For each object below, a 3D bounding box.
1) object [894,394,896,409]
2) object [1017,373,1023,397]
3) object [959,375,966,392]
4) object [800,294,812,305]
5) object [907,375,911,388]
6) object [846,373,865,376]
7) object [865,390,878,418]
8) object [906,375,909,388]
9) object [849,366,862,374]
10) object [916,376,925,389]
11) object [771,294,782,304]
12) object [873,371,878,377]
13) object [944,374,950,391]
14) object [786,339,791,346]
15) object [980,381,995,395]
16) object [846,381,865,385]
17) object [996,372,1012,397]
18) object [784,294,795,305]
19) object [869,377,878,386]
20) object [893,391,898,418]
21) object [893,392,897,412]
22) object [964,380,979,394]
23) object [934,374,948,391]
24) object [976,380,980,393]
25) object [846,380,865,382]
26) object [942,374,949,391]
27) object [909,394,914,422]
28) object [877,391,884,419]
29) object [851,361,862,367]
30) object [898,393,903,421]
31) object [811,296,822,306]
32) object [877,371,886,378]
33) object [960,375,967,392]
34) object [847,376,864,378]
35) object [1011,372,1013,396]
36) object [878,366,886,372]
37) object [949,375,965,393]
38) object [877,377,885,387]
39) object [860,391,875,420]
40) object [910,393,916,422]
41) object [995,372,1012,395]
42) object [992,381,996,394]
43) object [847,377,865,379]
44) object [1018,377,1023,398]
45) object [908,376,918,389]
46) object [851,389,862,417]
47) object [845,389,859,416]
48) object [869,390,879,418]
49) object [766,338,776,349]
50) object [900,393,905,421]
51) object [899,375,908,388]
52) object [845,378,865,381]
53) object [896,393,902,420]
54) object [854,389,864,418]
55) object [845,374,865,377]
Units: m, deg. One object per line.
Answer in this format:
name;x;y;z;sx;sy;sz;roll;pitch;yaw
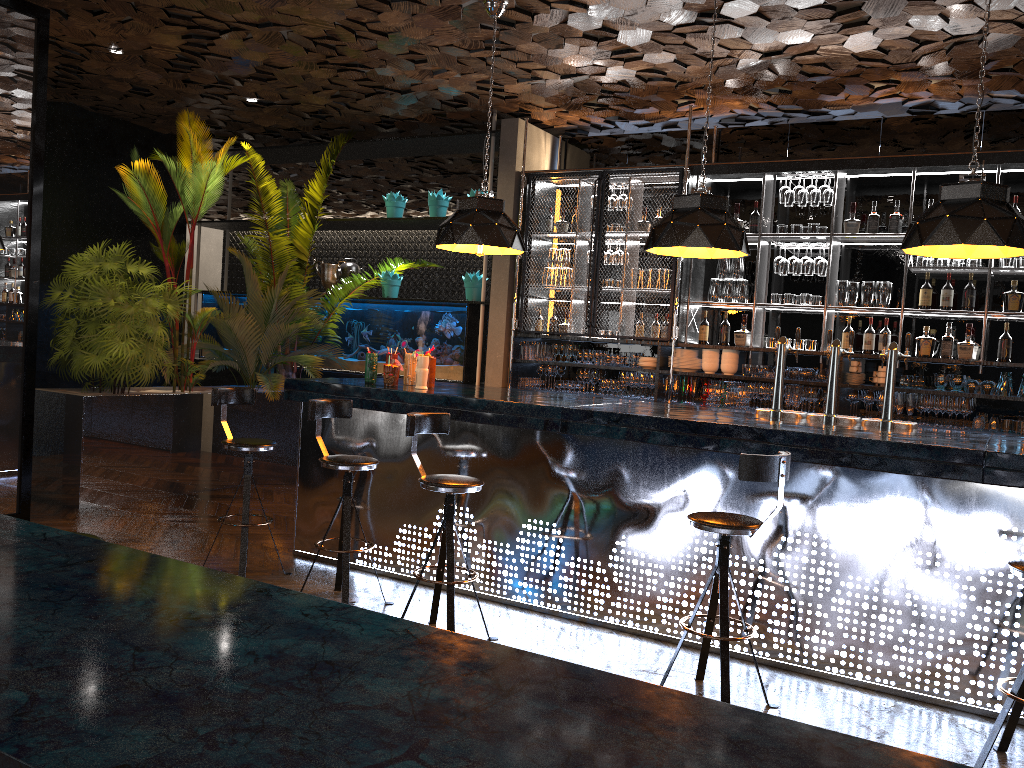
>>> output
object;2.942;0.177;6.873;0.058;0.234;0.058;2;3;-27
object;3.717;0.010;6.396;0.115;0.172;0.101;2;3;-31
object;3.350;-0.004;6.662;0.108;0.126;0.108;5;3;24
object;2.374;-0.680;7.171;0.089;0.092;0.089;4;3;14
object;3.062;-0.017;6.839;0.058;0.099;0.067;5;3;32
object;2.695;-0.073;6.965;0.149;0.026;0.148;6;3;36
object;2.815;0.167;6.980;0.108;0.227;0.108;3;3;-6
object;2.995;-0.018;6.766;0.067;0.099;0.058;4;3;-1
object;2.700;-0.104;6.960;0.094;0.070;0.107;2;3;-30
object;3.121;-0.010;6.781;0.058;0.099;0.067;6;4;42
object;2.202;-0.701;7.389;0.089;0.092;0.089;4;3;8
object;2.879;-0.064;6.947;0.094;0.069;0.105;4;3;7
object;3.312;-0.013;6.826;0.100;0.125;0.100;6;4;43
object;2.244;-0.326;7.278;0.089;0.092;0.089;3;3;-7
object;3.449;0.028;6.438;0.098;0.097;0.098;2;3;-26
object;2.693;-0.008;6.968;0.149;0.022;0.149;4;3;-2
object;3.538;0.000;6.361;0.101;0.172;0.115;2;3;-31
object;2.280;-0.692;7.294;0.089;0.092;0.089;4;3;8
object;2.871;-0.020;6.955;0.106;0.067;0.094;3;3;-8
object;3.024;0.175;7.022;0.058;0.234;0.058;3;3;-17
object;2.989;0.176;6.950;0.058;0.234;0.058;4;3;6
object;3.362;0.020;6.494;0.098;0.097;0.098;4;3;9
object;3.194;-0.011;6.615;0.100;0.125;0.100;3;3;-21
object;3.414;0.019;6.581;0.098;0.097;0.098;3;3;-23
object;2.694;-0.018;6.967;0.149;0.023;0.149;4;3;-2
object;3.255;-0.012;6.722;0.100;0.125;0.100;3;3;-13
object;3.037;0.189;6.764;0.049;0.231;0.049;6;3;34
object;2.832;0.172;6.816;0.058;0.234;0.058;3;3;-18
object;2.694;-0.149;6.963;0.094;0.069;0.106;6;3;35
object;2.972;0.183;6.802;0.049;0.231;0.049;6;3;38
object;2.504;-0.678;7.305;0.089;0.092;0.089;4;3;14
object;2.877;-0.060;6.849;0.106;0.069;0.094;3;3;-19
object;3.409;-0.005;6.770;0.108;0.126;0.108;4;3;1
object;2.697;-0.051;6.964;0.149;0.026;0.148;6;3;36
object;3.660;-0.002;6.571;0.115;0.172;0.101;4;3;14
object;2.872;-0.104;6.839;0.094;0.068;0.106;5;3;29
object;3.291;-0.003;6.562;0.108;0.126;0.108;2;3;-26
object;2.874;-0.014;6.847;0.106;0.067;0.094;5;3;18
object;2.754;0.167;6.878;0.108;0.227;0.108;4;3;0
object;3.074;0.189;6.818;0.049;0.231;0.049;6;3;37
object;3.593;-0.001;6.468;0.115;0.172;0.101;6;4;39
object;3.555;0.026;6.619;0.098;0.097;0.098;4;3;16
object;2.695;-0.042;6.966;0.149;0.024;0.149;5;3;29
object;3.657;0.012;6.282;0.115;0.172;0.101;4;3;14
object;3.035;-0.013;6.710;0.058;0.099;0.067;2;3;-25
object;2.717;0.157;7.036;0.108;0.227;0.108;4;3;9
object;2.654;0.158;6.934;0.108;0.227;0.108;5;3;21
object;2.876;0.165;7.086;0.108;0.227;0.108;2;3;-24
object;2.147;-0.336;7.348;0.089;0.092;0.089;4;3;1
object;3.009;0.183;6.852;0.049;0.231;0.049;3;3;-24
object;2.963;-0.017;6.706;0.067;0.099;0.058;3;3;-15
object;2.695;-0.030;6.967;0.149;0.023;0.149;4;3;14
object;2.938;0.184;6.745;0.049;0.231;0.049;6;4;41
object;2.778;0.156;7.142;0.108;0.227;0.108;2;3;-29
object;2.696;-0.061;6.965;0.149;0.025;0.149;3;3;-8
